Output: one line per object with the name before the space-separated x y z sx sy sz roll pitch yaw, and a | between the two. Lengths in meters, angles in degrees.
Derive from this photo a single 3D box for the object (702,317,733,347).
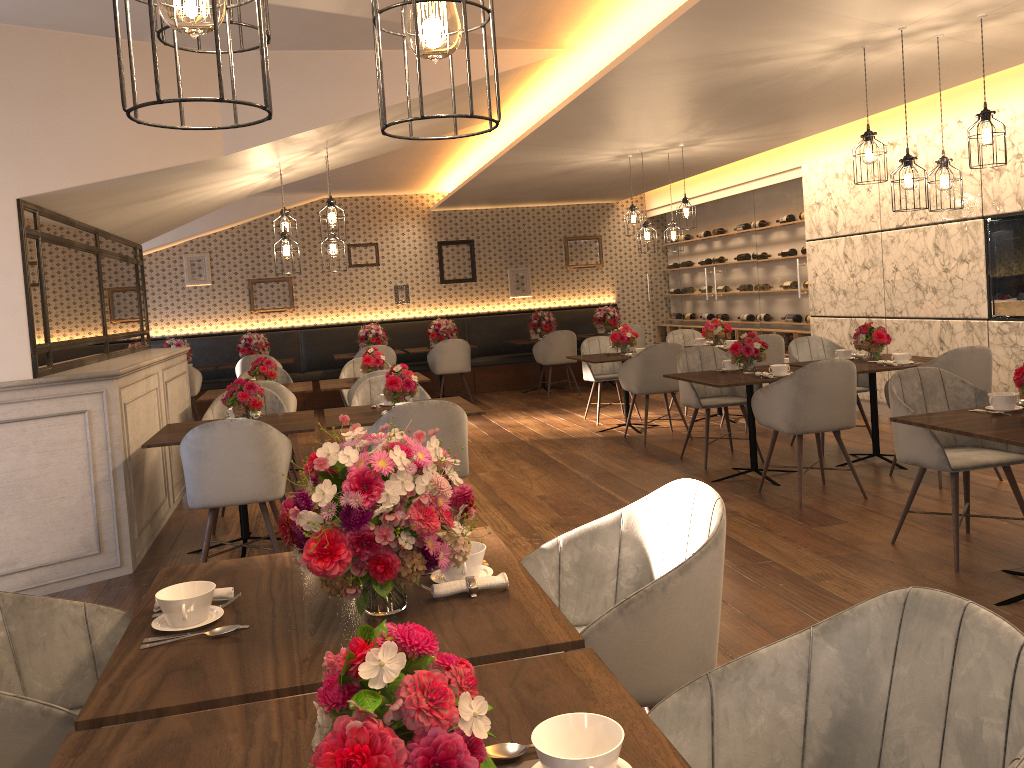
object | 2.021 -0.518 8.736 0.305 0.300 0.235 -3 4 9

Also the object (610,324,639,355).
object | 1.092 -0.435 8.555 0.306 0.300 0.234 -7 5 -35

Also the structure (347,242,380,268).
structure | -2.120 -1.840 12.646 0.449 0.344 0.016 -5 3 -13

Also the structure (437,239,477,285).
structure | -0.804 -1.785 12.949 0.544 0.631 0.035 -5 3 -13

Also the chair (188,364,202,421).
chair | -4.015 0.147 10.618 0.565 0.870 0.527 -5 3 -13

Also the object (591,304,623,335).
object | 1.331 -0.910 12.443 0.405 0.424 0.421 -2 5 31

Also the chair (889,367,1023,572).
chair | 2.137 0.369 4.256 0.565 0.870 0.527 -5 3 -13

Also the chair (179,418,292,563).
chair | -1.413 0.583 4.575 0.565 0.870 0.527 -5 3 -13

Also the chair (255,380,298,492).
chair | -1.936 0.388 6.839 0.565 0.870 0.527 -5 3 -13

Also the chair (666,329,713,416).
chair | 1.933 -0.141 9.393 0.565 0.870 0.527 -5 3 -13

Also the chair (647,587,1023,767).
chair | 0.477 0.786 1.303 0.527 0.870 0.566 -5 4 -13

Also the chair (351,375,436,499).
chair | -0.810 0.388 6.075 0.565 0.870 0.527 -5 3 -13

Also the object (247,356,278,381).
object | -2.101 -0.098 7.431 0.235 0.300 0.305 -7 5 -37

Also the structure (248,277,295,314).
structure | -3.360 -1.239 12.365 0.601 0.484 0.032 -5 3 -13

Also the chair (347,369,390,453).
chair | -1.003 0.302 7.052 0.565 0.870 0.527 -5 3 -13

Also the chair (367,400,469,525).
chair | -0.481 0.496 4.788 0.565 0.870 0.527 -5 3 -13

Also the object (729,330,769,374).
object | 1.649 -0.228 6.141 0.306 0.300 0.234 -7 5 -35

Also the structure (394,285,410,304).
structure | -1.587 -1.292 12.782 0.216 0.277 0.018 -5 3 -13

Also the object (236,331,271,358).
object | -3.319 -0.476 11.367 0.420 0.424 0.406 -6 5 -24

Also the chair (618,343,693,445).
chair | 1.284 0.058 7.883 0.565 0.870 0.527 -5 3 -13

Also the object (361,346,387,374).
object | -1.191 -0.184 7.651 0.234 0.300 0.306 -4 4 6

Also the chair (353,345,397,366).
chair | -1.706 -0.067 11.146 0.565 0.870 0.527 -5 3 -13

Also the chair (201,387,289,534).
chair | -1.742 0.474 5.862 0.565 0.870 0.527 -5 3 -13

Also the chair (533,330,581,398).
chair | 0.603 -0.281 11.674 0.565 0.870 0.527 -5 3 -13

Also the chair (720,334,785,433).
chair | 2.217 -0.028 8.096 0.565 0.870 0.527 -5 3 -13

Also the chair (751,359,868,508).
chair | 1.841 0.266 5.470 0.565 0.870 0.527 -5 3 -13

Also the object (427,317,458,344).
object | -0.932 -0.698 11.902 0.420 0.424 0.406 -5 4 -11

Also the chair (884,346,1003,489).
chair | 2.774 0.179 5.683 0.565 0.870 0.527 -5 3 -13

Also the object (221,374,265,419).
object | -1.579 0.096 5.170 0.235 0.300 0.305 -7 5 -37

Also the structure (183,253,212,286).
structure | -4.312 -1.568 12.137 0.340 0.439 0.035 -5 3 -13

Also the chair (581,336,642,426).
chair | 1.001 -0.055 9.180 0.565 0.870 0.527 -5 3 -13

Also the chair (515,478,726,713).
chair | 0.265 0.707 2.217 0.527 0.870 0.566 -5 4 -13

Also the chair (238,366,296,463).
chair | -2.265 0.280 8.125 0.565 0.870 0.527 -5 3 -13

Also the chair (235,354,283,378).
chair | -3.083 0.061 10.831 0.565 0.870 0.527 -5 3 -13

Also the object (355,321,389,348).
object | -1.860 -0.621 11.792 0.405 0.424 0.421 -2 5 31

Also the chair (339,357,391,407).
chair | -1.332 0.193 8.338 0.565 0.870 0.527 -5 3 -13

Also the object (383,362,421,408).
object | -0.669 0.010 5.390 0.234 0.300 0.306 -4 4 6

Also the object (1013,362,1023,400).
object | 2.228 -0.012 3.630 0.305 0.300 0.235 -2 4 20

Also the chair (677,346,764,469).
chair | 1.558 0.153 6.767 0.565 0.870 0.527 -5 3 -13

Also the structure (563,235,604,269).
structure | 1.086 -1.992 13.372 0.601 0.484 0.032 -5 3 -13

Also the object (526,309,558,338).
object | 0.421 -0.825 12.224 0.405 0.424 0.421 -2 5 29

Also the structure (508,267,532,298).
structure | 0.117 -1.507 13.162 0.340 0.439 0.035 -5 3 -13

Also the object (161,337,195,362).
object | -4.242 -0.391 11.161 0.405 0.424 0.421 -2 5 29

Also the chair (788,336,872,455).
chair | 2.490 0.066 6.980 0.565 0.870 0.527 -5 3 -13

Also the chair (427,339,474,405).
chair | -0.774 -0.154 11.359 0.565 0.870 0.527 -5 3 -13

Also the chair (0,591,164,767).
chair | -1.021 0.828 1.905 0.527 0.870 0.566 -5 4 -13

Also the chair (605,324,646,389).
chair | 1.535 -0.368 11.887 0.565 0.870 0.527 -5 3 -13
